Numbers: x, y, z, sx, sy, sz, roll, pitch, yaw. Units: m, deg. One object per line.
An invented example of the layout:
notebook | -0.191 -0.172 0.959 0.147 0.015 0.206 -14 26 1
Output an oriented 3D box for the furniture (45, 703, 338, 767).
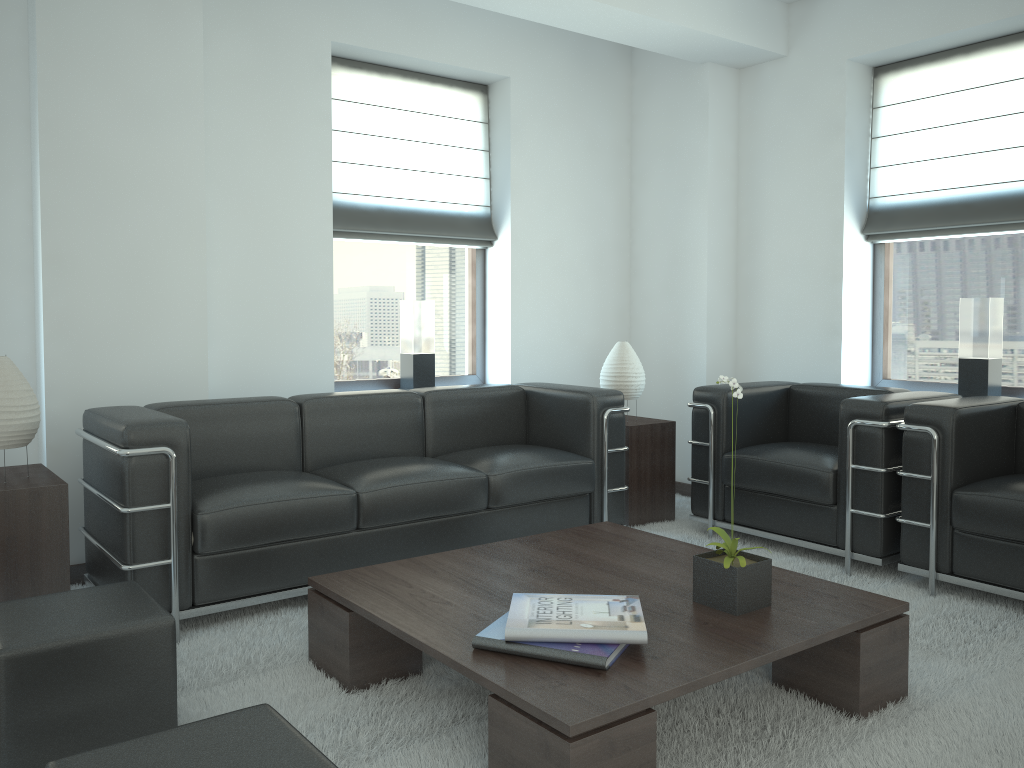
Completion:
furniture | -0.749 1.216 2.134 0.588 0.578 0.603 -3 4 -37

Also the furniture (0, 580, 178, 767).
furniture | -1.626 1.128 3.303 0.588 0.578 0.603 -3 4 -37

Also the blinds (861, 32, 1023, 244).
blinds | 3.647 -1.862 6.615 0.222 1.474 2.125 -2 4 -37

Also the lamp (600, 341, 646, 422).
lamp | 0.906 -0.029 7.269 0.374 0.654 0.375 0 3 -8

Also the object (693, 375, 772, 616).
object | 0.932 0.455 3.817 0.252 0.991 0.336 -2 3 -37

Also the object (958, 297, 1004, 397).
object | 3.507 -0.256 6.635 0.239 0.775 0.243 -2 3 -37

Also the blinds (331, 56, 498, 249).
blinds | -0.869 -1.929 7.522 1.687 1.474 0.222 -3 4 -37

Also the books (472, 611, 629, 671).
books | 0.178 0.960 3.393 0.518 0.045 0.446 2 5 24

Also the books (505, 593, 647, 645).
books | 0.248 0.910 3.449 0.518 0.045 0.447 0 4 4

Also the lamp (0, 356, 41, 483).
lamp | -2.659 0.176 4.604 0.374 0.654 0.375 -2 4 -33

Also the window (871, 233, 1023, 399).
window | 3.780 -1.243 6.745 0.146 2.728 2.134 -2 4 -37

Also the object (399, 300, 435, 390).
object | -0.804 -0.323 7.544 0.239 0.775 0.243 -2 3 -37

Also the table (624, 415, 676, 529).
table | 0.884 0.711 7.359 0.526 0.844 0.787 -2 4 -37

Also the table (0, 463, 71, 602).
table | -2.701 0.917 4.680 0.526 0.844 0.787 -2 4 -37

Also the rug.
rug | 0.407 1.301 4.603 6.256 0.110 5.174 -3 5 -37

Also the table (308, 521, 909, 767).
table | 0.376 1.154 4.044 1.937 0.440 1.923 -3 5 -37

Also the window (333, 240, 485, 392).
window | -0.969 -1.312 7.673 1.701 2.728 0.146 -2 3 -37

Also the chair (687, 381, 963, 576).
chair | 2.221 0.611 6.414 1.124 1.169 1.648 -3 5 -37

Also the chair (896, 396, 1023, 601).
chair | 3.225 0.713 5.061 1.124 1.169 1.648 -3 5 -37

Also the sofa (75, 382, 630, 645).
sofa | -0.831 0.660 5.781 3.479 1.168 1.124 -3 5 -37
